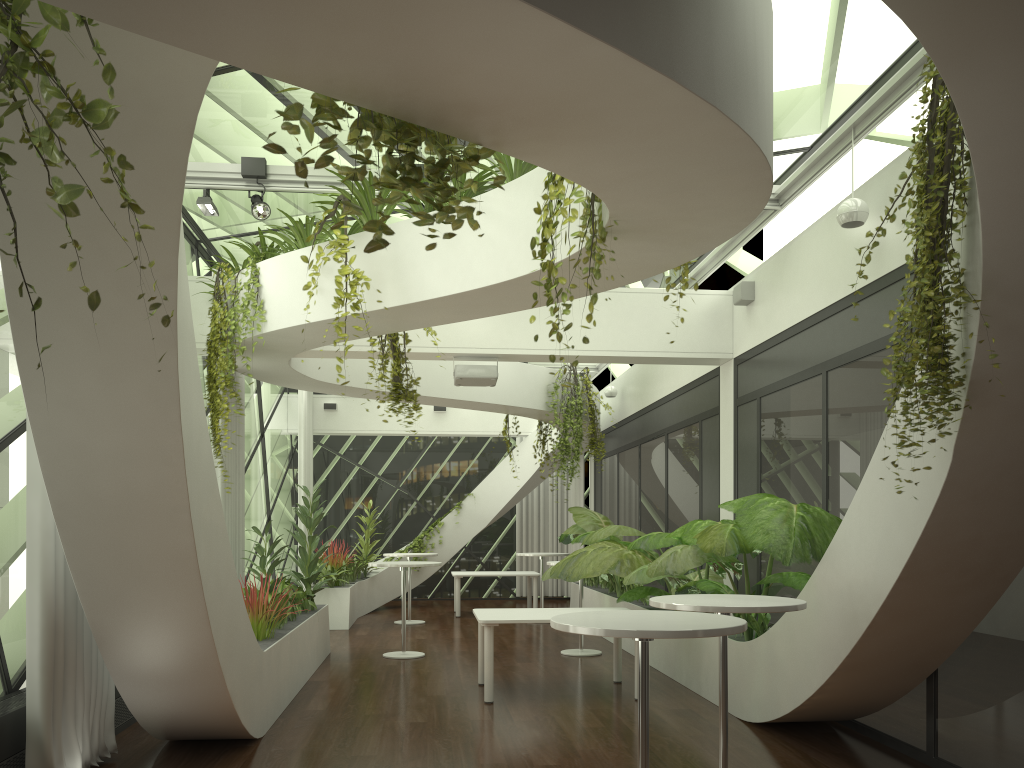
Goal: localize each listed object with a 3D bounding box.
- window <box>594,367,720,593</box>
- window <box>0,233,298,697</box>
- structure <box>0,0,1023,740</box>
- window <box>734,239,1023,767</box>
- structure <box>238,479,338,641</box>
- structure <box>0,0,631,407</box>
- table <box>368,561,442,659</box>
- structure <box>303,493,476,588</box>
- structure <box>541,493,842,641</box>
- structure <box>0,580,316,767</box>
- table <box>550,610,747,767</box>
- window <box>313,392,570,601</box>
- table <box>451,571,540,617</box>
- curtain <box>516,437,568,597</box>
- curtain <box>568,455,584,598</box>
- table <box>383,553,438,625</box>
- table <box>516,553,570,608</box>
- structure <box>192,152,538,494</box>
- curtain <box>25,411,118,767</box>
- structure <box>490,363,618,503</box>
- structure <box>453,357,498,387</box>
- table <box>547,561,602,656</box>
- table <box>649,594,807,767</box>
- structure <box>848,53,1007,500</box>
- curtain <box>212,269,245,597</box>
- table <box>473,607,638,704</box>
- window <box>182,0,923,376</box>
[{"bbox_3d":[1.925,2.017,12.987,0.050,3.219,7.261,0,-8,-6],"label":"window"},{"bbox_3d":[-3.479,0.786,9.657,0.084,4.605,16.940,0,-9,-6],"label":"window"},{"bbox_3d":[-0.286,0.708,5.281,5.917,4.193,24.636,0,-9,0],"label":"structure"},{"bbox_3d":[2.659,0.782,5.500,0.050,3.220,7.171,0,-8,-6],"label":"window"},{"bbox_3d":[-2.198,1.627,8.337,0.854,1.588,3.363,0,-8,-6],"label":"structure"},{"bbox_3d":[-0.508,-0.717,3.018,3.222,1.852,1.234,6,-6,-40],"label":"structure"},{"bbox_3d":[-1.252,2.644,10.266,0.857,1.093,0.861,-2,-4,29],"label":"table"},{"bbox_3d":[-2.556,2.645,15.113,2.037,1.661,4.811,-3,-9,26],"label":"structure"},{"bbox_3d":[1.178,2.188,9.923,1.782,1.703,9.000,0,-9,-6],"label":"structure"},{"bbox_3d":[-3.390,2.956,10.363,0.259,0.500,15.305,0,-9,-6],"label":"structure"},{"bbox_3d":[0.600,1.590,3.882,0.856,1.093,0.862,1,-4,-21],"label":"table"},{"bbox_3d":[-1.447,2.203,18.224,5.738,4.636,0.038,1,0,-6],"label":"window"},{"bbox_3d":[-0.296,3.658,15.275,1.500,0.716,1.079,1,-7,-6],"label":"table"},{"bbox_3d":[0.692,2.372,18.197,1.230,4.080,0.160,0,0,-7],"label":"curtain"},{"bbox_3d":[1.291,2.249,17.450,0.160,4.080,1.001,0,-1,-7],"label":"curtain"},{"bbox_3d":[-1.602,3.232,13.831,0.857,1.093,0.861,-2,-4,29],"label":"table"},{"bbox_3d":[0.496,3.266,14.036,0.857,1.093,0.861,-2,-4,29],"label":"table"},{"bbox_3d":[-1.219,-0.305,7.022,1.450,2.305,4.656,2,-7,-42],"label":"structure"},{"bbox_3d":[-2.596,0.275,5.212,0.209,4.169,1.089,0,-1,-5],"label":"curtain"},{"bbox_3d":[0.575,0.698,12.674,1.640,2.067,1.442,3,-4,-41],"label":"structure"},{"bbox_3d":[-0.374,-0.131,8.981,0.462,0.275,0.391,1,-6,-6],"label":"structure"},{"bbox_3d":[0.845,2.678,10.471,0.857,1.093,0.861,-2,-4,29],"label":"table"},{"bbox_3d":[1.207,1.762,4.924,0.856,1.093,0.862,1,-4,-21],"label":"table"},{"bbox_3d":[1.881,-0.562,3.733,0.615,2.111,1.069,0,-2,6],"label":"structure"},{"bbox_3d":[-3.063,0.930,9.458,0.160,4.080,1.047,0,-1,-7],"label":"curtain"},{"bbox_3d":[0.416,2.461,8.015,1.500,0.716,1.079,1,-7,-6],"label":"table"},{"bbox_3d":[-0.660,-1.459,9.942,5.688,0.055,16.908,1,-9,-5],"label":"window"}]
